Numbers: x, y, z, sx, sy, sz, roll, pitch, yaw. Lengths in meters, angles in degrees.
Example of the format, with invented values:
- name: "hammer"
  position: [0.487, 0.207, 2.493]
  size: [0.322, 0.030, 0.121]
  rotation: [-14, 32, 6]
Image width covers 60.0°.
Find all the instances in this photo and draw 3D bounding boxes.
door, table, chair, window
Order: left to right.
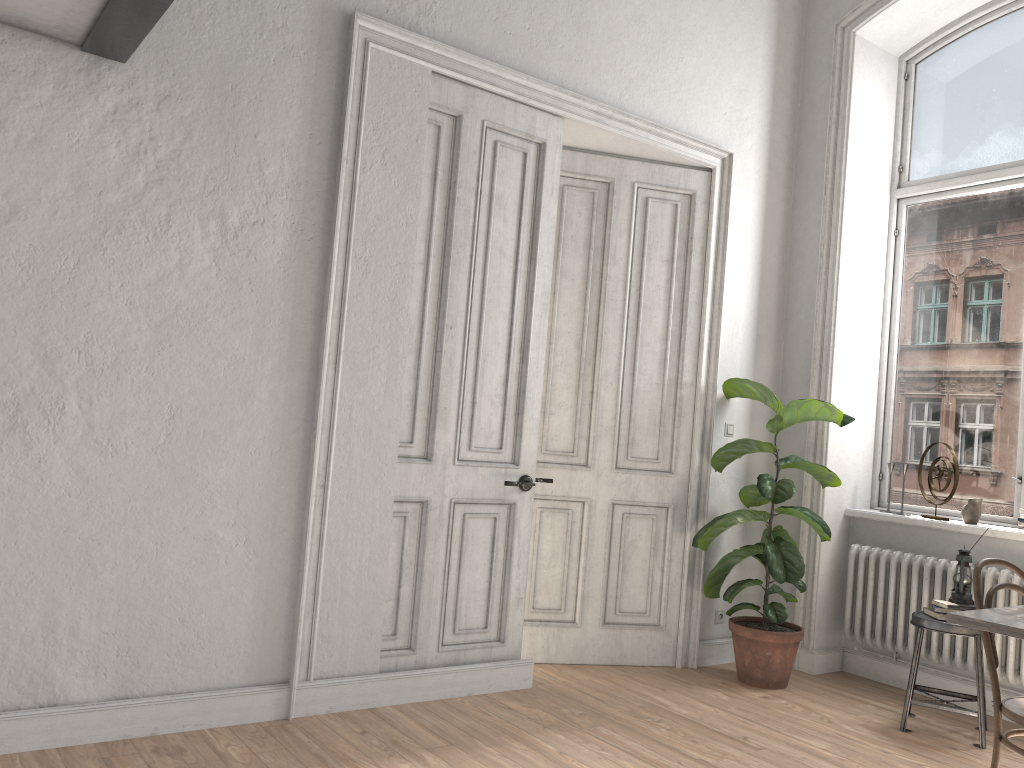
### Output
- name: "door"
  position: [-0.312, 0.015, 4.094]
  size: [1.097, 2.813, 0.216]
  rotation: [7, -3, -34]
- name: "door"
  position: [0.533, 0.129, 4.903]
  size: [1.097, 2.813, 0.216]
  rotation: [5, -3, -11]
- name: "chair"
  position: [2.053, 1.368, 4.185]
  size: [0.364, 0.522, 0.360]
  rotation: [3, -3, 28]
- name: "window"
  position: [2.844, -0.696, 4.727]
  size: [0.013, 2.842, 1.622]
  rotation: [7, -3, -35]
- name: "chair"
  position: [1.833, 1.087, 2.966]
  size: [0.438, 0.920, 0.549]
  rotation: [6, -3, -27]
- name: "table"
  position: [2.413, 1.162, 2.182]
  size: [1.101, 0.779, 2.200]
  rotation: [7, -4, -35]

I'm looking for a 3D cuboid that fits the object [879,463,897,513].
- name: "object"
  position: [2.198, 0.603, 5.158]
  size: [0.095, 0.288, 0.095]
  rotation: [5, -3, -4]

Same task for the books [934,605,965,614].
- name: "books"
  position: [2.124, 1.072, 4.196]
  size: [0.232, 0.029, 0.163]
  rotation: [3, -3, 25]

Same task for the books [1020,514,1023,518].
- name: "books"
  position: [2.669, 0.671, 4.420]
  size: [0.205, 0.020, 0.155]
  rotation: [2, -4, 45]

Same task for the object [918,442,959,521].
- name: "object"
  position: [2.352, 0.533, 4.890]
  size: [0.087, 0.425, 0.347]
  rotation: [5, -3, -3]

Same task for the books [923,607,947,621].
- name: "books"
  position: [2.113, 1.098, 4.202]
  size: [0.246, 0.034, 0.194]
  rotation: [4, -3, 5]

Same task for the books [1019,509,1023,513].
- name: "books"
  position: [2.699, 0.647, 4.417]
  size: [0.174, 0.019, 0.244]
  rotation: [6, -3, -25]

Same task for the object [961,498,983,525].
- name: "object"
  position: [2.449, 0.674, 4.724]
  size: [0.100, 0.142, 0.102]
  rotation: [3, -3, 29]

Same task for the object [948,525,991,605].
- name: "object"
  position: [2.174, 0.850, 4.213]
  size: [0.163, 0.383, 0.154]
  rotation: [3, -3, 28]

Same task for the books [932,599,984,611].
- name: "books"
  position: [2.127, 1.050, 4.196]
  size: [0.221, 0.027, 0.147]
  rotation: [5, -3, -3]

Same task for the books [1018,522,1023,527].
- name: "books"
  position: [2.674, 0.714, 4.430]
  size: [0.155, 0.022, 0.205]
  rotation: [6, -3, -15]

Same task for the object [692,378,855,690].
- name: "object"
  position: [2.696, 0.674, 2.604]
  size: [0.792, 1.841, 5.827]
  rotation: [6, -3, -30]

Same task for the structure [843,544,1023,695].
- name: "structure"
  position: [3.538, -0.553, 3.029]
  size: [0.340, 4.472, 5.181]
  rotation: [7, -3, -35]

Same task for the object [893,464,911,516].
- name: "object"
  position: [2.219, 0.598, 5.029]
  size: [0.095, 0.288, 0.095]
  rotation: [5, -3, -13]

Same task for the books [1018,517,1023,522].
- name: "books"
  position: [2.676, 0.692, 4.428]
  size: [0.147, 0.023, 0.221]
  rotation: [6, -3, -19]
